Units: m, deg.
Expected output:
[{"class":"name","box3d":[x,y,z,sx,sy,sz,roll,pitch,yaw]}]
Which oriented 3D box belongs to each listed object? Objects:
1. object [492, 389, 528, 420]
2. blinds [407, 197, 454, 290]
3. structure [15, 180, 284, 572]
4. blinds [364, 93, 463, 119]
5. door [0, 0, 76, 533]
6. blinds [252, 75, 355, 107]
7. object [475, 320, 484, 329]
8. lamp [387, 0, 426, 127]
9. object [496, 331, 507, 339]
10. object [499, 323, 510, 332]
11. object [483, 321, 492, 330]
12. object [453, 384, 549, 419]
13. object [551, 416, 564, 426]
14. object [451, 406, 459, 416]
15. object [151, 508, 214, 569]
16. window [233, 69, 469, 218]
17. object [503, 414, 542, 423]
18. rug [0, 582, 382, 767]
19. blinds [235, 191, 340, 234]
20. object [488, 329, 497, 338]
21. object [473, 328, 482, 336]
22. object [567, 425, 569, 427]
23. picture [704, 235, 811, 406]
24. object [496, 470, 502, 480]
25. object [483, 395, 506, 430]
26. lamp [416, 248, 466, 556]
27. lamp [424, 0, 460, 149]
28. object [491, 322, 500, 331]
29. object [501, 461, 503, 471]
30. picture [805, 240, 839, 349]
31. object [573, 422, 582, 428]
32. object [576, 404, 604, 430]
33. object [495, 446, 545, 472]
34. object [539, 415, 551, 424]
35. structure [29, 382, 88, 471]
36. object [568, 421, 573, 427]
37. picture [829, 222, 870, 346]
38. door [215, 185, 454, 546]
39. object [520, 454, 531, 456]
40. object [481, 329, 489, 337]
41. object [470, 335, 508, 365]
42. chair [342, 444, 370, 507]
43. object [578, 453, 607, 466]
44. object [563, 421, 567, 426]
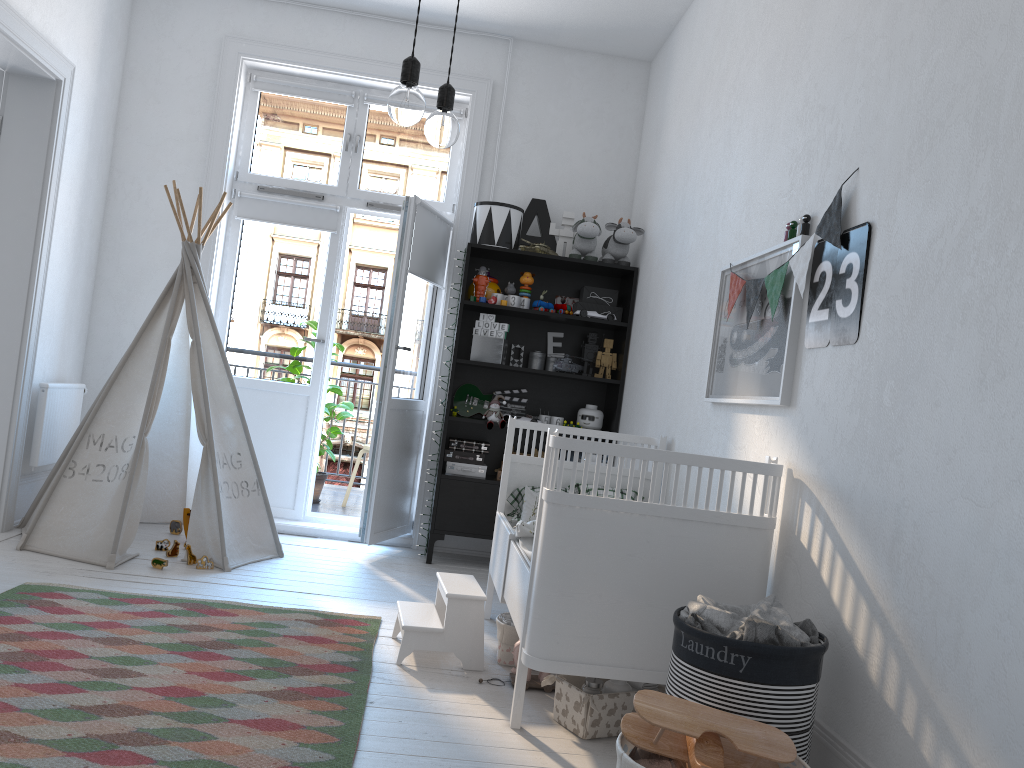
[{"class":"object","box3d":[-0.014,0.115,4.886,0.201,0.199,0.048,8,-1,-5]},{"class":"blinds","box3d":[-0.433,-0.746,4.801,0.032,0.390,0.565,7,-1,15]},{"class":"structure","box3d":[-1.592,-0.102,4.213,1.143,1.749,1.143,8,-1,-30]},{"class":"blinds","box3d":[-0.560,-1.588,5.071,0.565,0.060,0.032,8,-1,-5]},{"class":"door","box3d":[-2.330,-0.424,3.837,0.505,2.177,1.465,8,-1,-21]},{"class":"blinds","box3d":[-1.175,-1.656,5.012,0.565,0.087,0.032,8,-1,-5]},{"class":"object","box3d":[-0.172,-0.314,4.696,0.040,0.040,0.040,7,-1,5]},{"class":"lamp","box3d":[-0.442,-1.292,2.288,0.074,1.530,1.381,8,-1,-31]},{"class":"object","box3d":[-0.056,-0.258,4.675,0.040,0.040,0.040,7,-1,25]},{"class":"object","box3d":[-0.039,-0.297,4.674,0.040,0.040,0.040,7,-1,20]},{"class":"object","box3d":[-0.127,-0.308,4.689,0.040,0.040,0.040,7,-1,15]},{"class":"object","box3d":[-0.061,0.141,4.908,0.542,0.239,0.093,8,-1,-5]},{"class":"object","box3d":[0.241,0.210,4.753,0.067,0.067,0.067,7,-1,9]},{"class":"object","box3d":[-0.310,0.146,4.807,0.042,0.054,0.031,7,-1,5]},{"class":"object","box3d":[-1.441,0.647,4.140,0.385,0.283,0.856,8,-1,-14]},{"class":"window","box3d":[-0.908,-1.369,5.058,1.263,0.660,0.101,8,-1,-5]},{"class":"object","box3d":[0.056,0.196,4.743,0.230,0.048,0.098,7,-1,20]},{"class":"rug","box3d":[-1.048,0.801,2.322,1.320,0.016,2.028,8,-1,-5]},{"class":"blinds","box3d":[-1.265,-0.968,5.005,0.565,0.158,0.032,8,-1,-5]},{"class":"object","box3d":[-0.101,-0.264,4.683,0.040,0.040,0.040,7,-1,10]},{"class":"object","box3d":[-0.182,-0.275,4.697,0.040,0.040,0.040,7,-1,10]},{"class":"object","box3d":[0.268,0.233,4.914,0.163,0.034,0.069,8,-1,-5]},{"class":"picture","box3d":[0.778,-0.180,2.885,0.030,0.492,0.703,8,-1,-5]},{"class":"object","box3d":[-0.053,0.486,4.716,0.050,0.050,0.050,8,-1,-5]},{"class":"object","box3d":[-0.084,0.148,4.612,0.110,0.186,0.129,8,-1,-18]},{"class":"lamp","box3d":[0.065,0.151,4.860,0.985,1.684,0.095,8,-1,-8]},{"class":"lamp","box3d":[-0.382,-1.282,2.413,0.074,1.530,1.381,8,-1,-31]},{"class":"object","box3d":[-0.083,-0.302,4.681,0.040,0.040,0.040,7,-1,25]},{"class":"object","box3d":[-0.032,0.440,4.738,0.050,0.050,0.050,8,-1,-5]},{"class":"picture","box3d":[0.841,-0.248,2.407,0.010,0.301,0.152,8,-1,-6]},{"class":"object","box3d":[0.350,0.231,4.734,0.042,0.054,0.031,7,-1,40]},{"class":"object","box3d":[0.424,0.194,4.822,0.139,0.162,0.139,8,-1,-30]},{"class":"object","box3d":[0.086,0.441,4.863,0.337,0.186,0.111,7,-1,10]},{"class":"object","box3d":[0.177,0.203,4.794,0.067,0.067,0.067,7,-1,9]},{"class":"structure","box3d":[-2.260,0.224,4.467,0.075,0.460,0.635,8,-1,-9]},{"class":"object","box3d":[0.317,0.227,4.761,0.042,0.054,0.031,8,-1,-5]},{"class":"picture","box3d":[0.856,-0.251,2.253,0.013,0.305,0.153,8,-1,-6]},{"class":"door","box3d":[-1.055,-0.133,4.799,1.264,1.838,0.637,7,-1,-4]},{"class":"object","box3d":[0.071,0.403,4.742,0.050,0.050,0.050,7,-1,15]},{"class":"object","box3d":[-0.143,-0.269,4.698,0.040,0.040,0.040,7,-1,0]},{"class":"object","box3d":[-0.122,-0.178,4.720,0.170,0.138,0.124,7,-1,10]},{"class":"chair","box3d":[-0.827,0.517,6.102,0.436,0.715,0.498,7,-1,40]},{"class":"object","box3d":[0.425,0.475,4.808,0.132,0.199,0.267,8,-1,-5]},{"class":"object","box3d":[0.280,0.221,4.704,0.031,0.054,0.042,7,-1,45]}]
